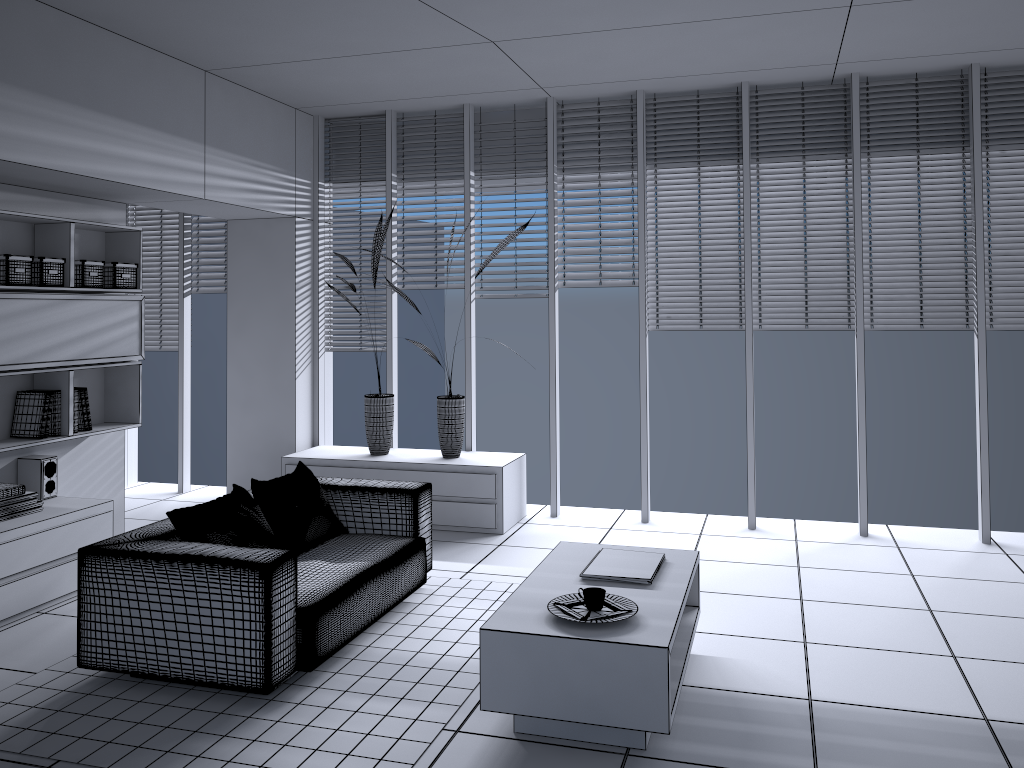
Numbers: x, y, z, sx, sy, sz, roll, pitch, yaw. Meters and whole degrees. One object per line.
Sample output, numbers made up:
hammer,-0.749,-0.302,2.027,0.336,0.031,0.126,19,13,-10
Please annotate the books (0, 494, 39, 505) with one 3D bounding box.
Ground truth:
books,-2.683,0.594,4.495,0.285,0.008,0.416,1,5,18

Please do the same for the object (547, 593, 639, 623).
object,0.292,0.818,3.188,0.329,0.024,0.330,-5,6,-43

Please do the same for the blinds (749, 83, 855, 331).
blinds,1.993,-1.211,6.060,0.714,1.693,0.047,-1,-2,17

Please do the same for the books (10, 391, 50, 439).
books,-2.677,0.172,4.899,0.207,0.260,0.074,0,-1,17

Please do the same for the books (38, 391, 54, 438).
books,-2.669,0.169,4.930,0.207,0.260,0.074,0,-1,16

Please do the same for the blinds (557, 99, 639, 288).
blinds,0.629,-1.395,6.474,0.636,1.379,0.039,-1,-2,17

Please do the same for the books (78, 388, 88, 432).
books,-2.601,0.149,5.190,0.207,0.260,0.074,0,-1,17

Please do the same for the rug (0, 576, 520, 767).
rug,-0.946,1.167,3.930,1.798,0.001,2.238,1,5,17

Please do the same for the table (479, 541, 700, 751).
table,0.372,0.999,3.529,0.650,0.388,1.203,0,4,17

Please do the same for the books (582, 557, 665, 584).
books,0.483,0.779,3.755,0.285,0.008,0.416,1,5,18

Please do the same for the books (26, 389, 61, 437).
books,-2.652,0.164,4.995,0.207,0.259,0.050,0,-1,17

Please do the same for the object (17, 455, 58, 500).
object,-2.686,0.529,4.993,0.177,0.232,0.119,0,0,17

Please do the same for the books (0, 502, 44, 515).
books,-2.673,0.642,4.526,0.285,0.008,0.416,1,5,18

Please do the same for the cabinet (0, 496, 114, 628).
cabinet,-2.801,0.961,3.905,0.574,0.449,2.275,0,4,17

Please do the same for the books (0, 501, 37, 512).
books,-2.687,0.632,4.488,0.285,0.008,0.416,1,5,18

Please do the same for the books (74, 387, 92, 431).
books,-2.591,0.147,5.220,0.207,0.260,0.074,0,-1,17

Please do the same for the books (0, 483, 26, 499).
books,-2.660,0.555,4.480,0.207,0.050,0.259,1,5,22

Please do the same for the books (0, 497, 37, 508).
books,-2.697,0.614,4.480,0.285,0.008,0.416,1,5,18

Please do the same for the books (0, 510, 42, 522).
books,-2.677,0.680,4.519,0.285,0.008,0.416,1,5,18

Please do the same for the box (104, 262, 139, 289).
box,-2.502,-0.669,5.463,0.280,0.162,0.217,1,3,17

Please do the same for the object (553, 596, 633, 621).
object,0.290,0.812,3.185,0.217,0.012,0.215,-3,5,-27

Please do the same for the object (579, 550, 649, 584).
object,0.471,0.773,3.748,0.285,0.008,0.416,1,5,18

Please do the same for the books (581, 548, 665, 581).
books,0.480,0.765,3.745,0.285,0.008,0.416,1,5,18

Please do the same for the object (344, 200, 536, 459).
object,-0.528,-0.398,6.170,1.550,1.867,0.691,0,-1,11

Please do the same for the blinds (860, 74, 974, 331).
blinds,2.684,-1.199,5.853,0.714,1.693,0.047,-1,-2,17

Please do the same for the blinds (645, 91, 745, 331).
blinds,1.314,-1.222,6.263,0.714,1.693,0.047,-1,-2,17

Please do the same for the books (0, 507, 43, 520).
books,-2.675,0.671,4.526,0.285,0.008,0.416,1,5,18

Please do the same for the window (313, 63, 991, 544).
window,1.075,-0.560,6.229,5.501,3.131,0.100,1,-1,17

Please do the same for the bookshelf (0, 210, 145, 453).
bookshelf,-2.867,-0.248,4.249,0.327,1.251,2.824,-1,3,17

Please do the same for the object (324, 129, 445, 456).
object,-0.942,-0.995,6.650,0.494,2.991,1.426,1,-1,-45

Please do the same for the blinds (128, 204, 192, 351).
blinds,-3.034,-1.233,7.597,0.636,1.905,0.039,-1,-2,17

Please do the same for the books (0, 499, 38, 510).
books,-2.685,0.623,4.495,0.285,0.008,0.416,1,5,18

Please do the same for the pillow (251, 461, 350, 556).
pillow,-1.087,0.632,4.510,0.300,0.398,0.567,0,3,14

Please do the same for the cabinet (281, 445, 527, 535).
cabinet,-0.782,0.743,6.383,1.675,0.450,0.598,1,3,17

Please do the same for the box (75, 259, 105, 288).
box,-2.580,-0.647,5.205,0.280,0.162,0.179,0,2,17

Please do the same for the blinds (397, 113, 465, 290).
blinds,-0.606,-1.415,6.842,0.636,1.367,0.051,-1,-2,17

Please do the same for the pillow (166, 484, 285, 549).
pillow,-1.254,0.701,3.954,0.340,0.389,0.568,0,3,14

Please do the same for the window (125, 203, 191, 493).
window,-3.055,-0.633,7.499,0.688,3.132,0.100,-1,-2,17

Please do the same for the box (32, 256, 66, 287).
box,-2.666,-0.622,4.915,0.280,0.162,0.179,0,2,17

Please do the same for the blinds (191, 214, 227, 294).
blinds,-2.421,-1.450,7.420,0.636,1.379,0.039,-1,-2,17

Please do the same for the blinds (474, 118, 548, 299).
blinds,0.011,-1.323,6.654,0.636,1.358,0.057,-1,-2,17

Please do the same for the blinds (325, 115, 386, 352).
blinds,-1.220,-1.198,7.019,0.636,1.885,0.057,-1,-2,17

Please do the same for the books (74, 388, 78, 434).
books,-2.621,0.155,5.128,0.207,0.259,0.050,0,-1,17

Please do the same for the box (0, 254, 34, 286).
box,-2.731,-0.604,4.701,0.280,0.162,0.179,0,2,17

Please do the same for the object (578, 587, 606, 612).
object,0.292,0.782,3.185,0.096,0.070,0.084,-1,2,-2

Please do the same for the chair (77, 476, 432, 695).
chair,-1.060,0.868,4.187,0.960,0.552,1.653,0,4,17

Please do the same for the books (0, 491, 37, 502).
books,-2.695,0.585,4.480,0.285,0.008,0.416,1,5,18

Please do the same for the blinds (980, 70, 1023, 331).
blinds,3.372,-1.187,5.647,0.714,1.693,0.047,-1,-2,17

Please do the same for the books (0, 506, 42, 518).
books,-2.687,0.662,4.511,0.285,0.008,0.416,1,5,18

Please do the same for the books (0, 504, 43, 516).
books,-2.674,0.651,4.519,0.285,0.008,0.416,1,5,18

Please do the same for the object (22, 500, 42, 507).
object,-2.685,0.633,4.511,0.285,0.008,0.416,1,5,18
